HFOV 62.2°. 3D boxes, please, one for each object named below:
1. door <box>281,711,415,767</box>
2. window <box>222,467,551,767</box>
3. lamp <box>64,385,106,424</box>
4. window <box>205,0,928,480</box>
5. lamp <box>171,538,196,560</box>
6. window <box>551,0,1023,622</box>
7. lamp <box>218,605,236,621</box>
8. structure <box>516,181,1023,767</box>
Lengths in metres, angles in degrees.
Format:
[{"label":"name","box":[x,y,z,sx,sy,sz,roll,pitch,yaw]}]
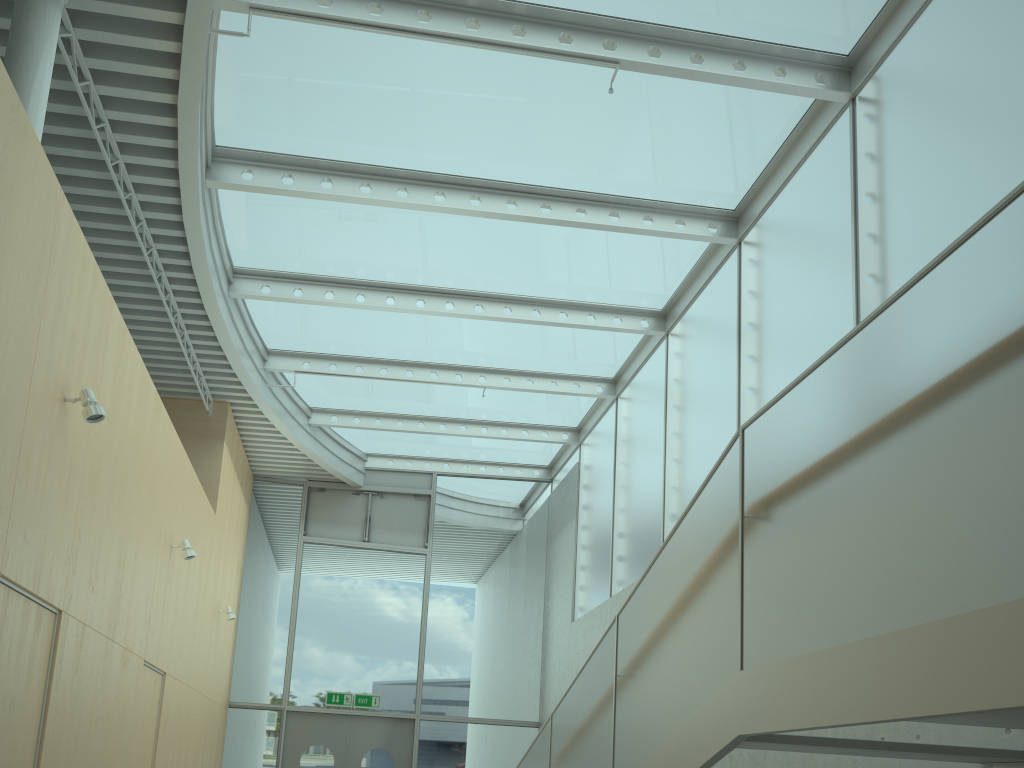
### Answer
[{"label":"door","box":[-2.480,5.988,12.693,1.933,1.989,0.184,7,-11,-11]},{"label":"window","box":[-1.813,4.186,13.155,4.886,5.935,0.115,6,-11,-11]},{"label":"lamp","box":[-2.378,0.109,4.727,0.238,0.185,0.147,14,-20,-29]},{"label":"window","box":[-0.499,1.498,7.811,4.809,5.872,17.008,6,-24,-9]},{"label":"lamp","box":[-2.998,1.505,7.752,0.238,0.185,0.147,14,-20,-29]},{"label":"window","box":[1.708,0.350,8.484,0.030,2.574,16.820,5,-25,-9]},{"label":"lamp","box":[-3.621,2.910,10.798,0.238,0.185,0.147,14,-20,-29]},{"label":"structure","box":[1.944,0.429,2.150,1.895,3.945,13.553,5,-24,-9]}]
